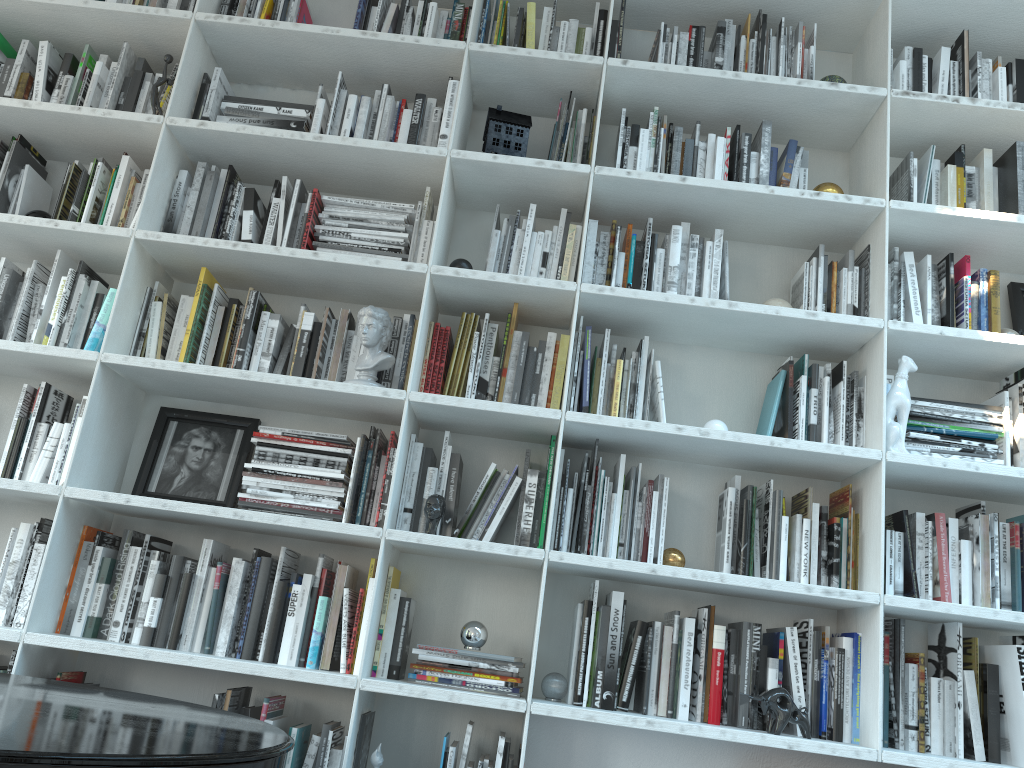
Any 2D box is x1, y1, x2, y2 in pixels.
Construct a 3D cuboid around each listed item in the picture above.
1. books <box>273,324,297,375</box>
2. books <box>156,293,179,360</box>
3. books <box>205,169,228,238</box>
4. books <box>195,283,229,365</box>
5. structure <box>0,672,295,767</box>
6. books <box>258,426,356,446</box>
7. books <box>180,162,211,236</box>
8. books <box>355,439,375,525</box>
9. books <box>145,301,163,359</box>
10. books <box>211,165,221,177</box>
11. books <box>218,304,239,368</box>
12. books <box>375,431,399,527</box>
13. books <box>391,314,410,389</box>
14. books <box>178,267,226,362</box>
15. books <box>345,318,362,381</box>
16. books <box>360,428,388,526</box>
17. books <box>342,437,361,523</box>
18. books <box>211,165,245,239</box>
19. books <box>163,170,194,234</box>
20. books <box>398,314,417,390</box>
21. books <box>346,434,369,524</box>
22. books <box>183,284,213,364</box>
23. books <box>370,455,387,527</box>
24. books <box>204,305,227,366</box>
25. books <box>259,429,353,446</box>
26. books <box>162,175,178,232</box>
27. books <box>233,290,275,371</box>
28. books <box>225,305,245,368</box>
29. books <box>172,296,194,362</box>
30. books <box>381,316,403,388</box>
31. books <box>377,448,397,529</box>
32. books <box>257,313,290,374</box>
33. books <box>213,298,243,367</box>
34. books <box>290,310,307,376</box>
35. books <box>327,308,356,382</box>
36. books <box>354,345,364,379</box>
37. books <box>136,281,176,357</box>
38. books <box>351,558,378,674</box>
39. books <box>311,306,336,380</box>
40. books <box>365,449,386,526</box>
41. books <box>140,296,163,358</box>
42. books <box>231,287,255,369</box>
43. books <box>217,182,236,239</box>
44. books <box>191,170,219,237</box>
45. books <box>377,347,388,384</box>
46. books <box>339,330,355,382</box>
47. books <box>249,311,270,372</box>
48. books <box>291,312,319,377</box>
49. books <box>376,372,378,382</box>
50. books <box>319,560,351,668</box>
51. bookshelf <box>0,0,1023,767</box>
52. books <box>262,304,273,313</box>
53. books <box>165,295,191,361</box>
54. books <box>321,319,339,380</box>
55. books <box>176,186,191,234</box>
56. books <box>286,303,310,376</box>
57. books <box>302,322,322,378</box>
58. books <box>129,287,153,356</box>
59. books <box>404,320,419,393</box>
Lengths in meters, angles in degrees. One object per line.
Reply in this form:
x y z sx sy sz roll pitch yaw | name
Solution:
-0.656 -0.060 2.612 0.050 0.198 0.146 7 -16 2 | books
-1.007 -0.127 2.624 0.042 0.241 0.162 7 -16 2 | books
-0.890 -0.493 2.734 0.029 0.294 0.151 7 -16 2 | books
-0.875 -0.133 2.611 0.010 0.280 0.171 7 -16 2 | books
-1.365 0.803 1.183 1.918 0.830 1.339 7 -17 2 | structure
-0.577 0.158 2.536 0.254 0.012 0.161 6 -17 6 | books
-0.956 -0.505 2.727 0.026 0.296 0.180 7 -16 2 | books
-0.403 0.297 2.503 0.013 0.255 0.163 7 -16 2 | books
-1.027 -0.117 2.608 0.053 0.208 0.156 7 -16 2 | books
-0.935 -0.504 2.746 0.014 0.312 0.134 7 -16 2 | books
-0.815 -0.098 2.610 0.012 0.227 0.170 7 -16 2 | books
-0.346 0.289 2.492 0.011 0.278 0.186 7 -16 2 | books
-0.322 -0.057 2.613 0.025 0.278 0.108 7 -16 2 | books
-0.909 -0.160 2.604 0.014 0.316 0.188 7 -16 2 | books
-0.452 -0.065 2.608 0.024 0.258 0.127 7 -16 2 | books
-0.389 0.283 2.507 0.011 0.287 0.152 7 -16 2 | books
-0.438 0.291 2.496 0.012 0.253 0.161 7 -16 2 | books
-0.870 -0.495 2.726 0.011 0.299 0.180 7 -16 2 | books
-1.010 -0.497 2.726 0.026 0.266 0.171 7 -16 2 | books
-0.303 -0.053 2.595 0.014 0.265 0.154 7 -16 2 | books
-0.425 0.289 2.494 0.011 0.260 0.185 7 -16 2 | books
-0.898 -0.134 2.596 0.015 0.266 0.190 7 -16 2 | books
-0.366 0.322 2.500 0.021 0.216 0.132 7 -16 2 | books
-0.861 -0.100 2.625 0.024 0.228 0.148 7 -16 2 | books
-0.578 0.170 2.535 0.254 0.012 0.161 8 -17 -1 | books
-1.030 -0.490 2.735 0.012 0.253 0.161 7 -16 2 | books
-0.755 -0.114 2.599 0.028 0.267 0.190 7 -16 2 | books
-0.796 -0.097 2.617 0.025 0.235 0.137 7 -16 2 | books
-0.945 -0.118 2.624 0.029 0.239 0.156 7 -16 2 | books
-0.348 -0.054 2.601 0.025 0.259 0.131 7 -16 2 | books
-0.327 0.313 2.474 0.034 0.228 0.200 7 -16 2 | books
-0.695 -0.076 2.604 0.030 0.214 0.169 7 -16 2 | books
-0.833 -0.109 2.634 0.028 0.258 0.135 7 -16 2 | books
-0.610 -0.075 2.602 0.010 0.233 0.175 7 -16 2 | books
-0.498 -0.074 2.600 0.025 0.258 0.151 7 -16 2 | books
-0.427 -0.035 2.597 0.035 0.201 0.149 7 -16 2 | books
-1.065 -0.149 2.645 0.010 0.281 0.140 7 -16 2 | books
-0.391 0.631 2.407 0.011 0.299 0.149 7 -16 2 | books
-0.542 -0.078 2.583 0.012 0.244 0.186 7 -16 2 | books
-0.381 0.313 2.505 0.013 0.232 0.134 7 -16 2 | books
-1.057 -0.126 2.637 0.011 0.234 0.142 7 -16 2 | books
-0.774 -0.120 2.616 0.013 0.283 0.177 7 -16 2 | books
-0.862 -0.470 2.722 0.011 0.251 0.153 7 -16 2 | books
-0.919 -0.487 2.714 0.025 0.265 0.186 7 -16 2 | books
-0.372 -0.043 2.617 0.021 0.241 0.103 7 -16 2 | books
-0.478 -0.042 2.607 0.022 0.206 0.114 7 -16 2 | books
-0.722 -0.081 2.604 0.024 0.216 0.176 7 -16 2 | books
-0.592 -0.072 2.590 0.029 0.223 0.186 7 -16 2 | books
-0.390 -0.032 2.599 0.012 0.205 0.146 7 -16 2 | books
-0.482 0.630 2.417 0.010 0.283 0.132 7 -16 2 | books
-0.496 0.123 2.486 6.296 3.132 0.331 7 -16 2 | bookshelf
-0.737 -0.096 2.623 0.011 0.251 0.131 7 -16 2 | books
-0.972 -0.123 2.632 0.026 0.247 0.139 7 -16 2 | books
-0.524 -0.058 2.615 0.025 0.229 0.143 7 -16 2 | books
-0.987 -0.470 2.735 0.027 0.227 0.148 7 -16 2 | books
-0.621 -0.087 2.610 0.014 0.258 0.162 7 -16 2 | books
-0.565 -0.056 2.587 0.029 0.200 0.179 7 -16 2 | books
-1.078 -0.140 2.633 0.012 0.253 0.161 7 -16 2 | books
-0.290 -0.045 2.605 0.014 0.260 0.137 7 -16 2 | books
